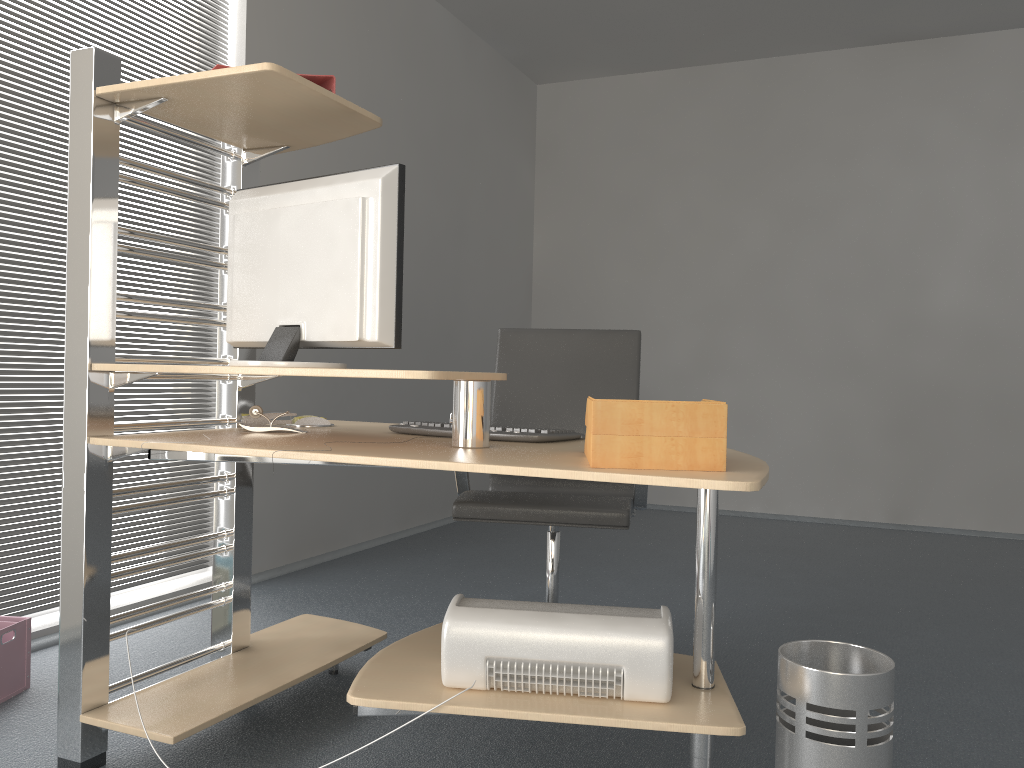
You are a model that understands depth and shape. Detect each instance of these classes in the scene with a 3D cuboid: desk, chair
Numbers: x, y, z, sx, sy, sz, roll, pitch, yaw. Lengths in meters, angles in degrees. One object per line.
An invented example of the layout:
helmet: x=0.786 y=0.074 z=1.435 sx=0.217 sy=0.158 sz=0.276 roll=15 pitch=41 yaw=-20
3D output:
desk: x=-0.111 y=0.081 z=2.068 sx=1.469 sy=1.566 sz=0.967 roll=2 pitch=1 yaw=24
chair: x=0.131 y=0.339 z=2.713 sx=0.584 sy=1.048 sz=0.652 roll=1 pitch=1 yaw=10

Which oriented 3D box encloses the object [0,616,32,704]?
object: x=-1.445 y=0.737 z=2.345 sx=0.245 sy=0.202 sz=0.185 roll=1 pitch=1 yaw=6

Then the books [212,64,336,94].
books: x=-0.593 y=-0.660 z=2.046 sx=0.262 sy=0.072 sz=0.320 roll=1 pitch=1 yaw=-34

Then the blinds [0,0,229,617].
blinds: x=-1.561 y=-0.652 z=2.697 sx=0.022 sy=2.770 sz=1.950 roll=2 pitch=1 yaw=24

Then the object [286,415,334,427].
object: x=-0.560 y=0.102 z=2.461 sx=0.132 sy=0.026 sz=0.132 roll=2 pitch=1 yaw=24

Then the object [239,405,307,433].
object: x=-0.584 y=0.085 z=2.175 sx=0.159 sy=0.064 sz=0.054 roll=1 pitch=1 yaw=-10

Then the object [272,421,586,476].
object: x=-0.207 y=0.140 z=1.982 sx=0.478 sy=0.082 sz=0.814 roll=2 pitch=1 yaw=31

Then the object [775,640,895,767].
object: x=0.608 y=0.703 z=1.681 sx=0.208 sy=0.377 sz=0.208 roll=1 pitch=1 yaw=-23

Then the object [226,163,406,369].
object: x=-0.482 y=-0.245 z=1.912 sx=0.245 sy=0.418 sz=0.516 roll=1 pitch=1 yaw=-44

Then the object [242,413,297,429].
object: x=-0.622 y=0.094 z=2.274 sx=0.134 sy=0.042 sz=0.022 roll=1 pitch=1 yaw=-24

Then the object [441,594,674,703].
object: x=0.102 y=0.507 z=1.819 sx=0.438 sy=0.162 sz=0.351 roll=1 pitch=1 yaw=8

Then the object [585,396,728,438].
object: x=0.255 y=0.056 z=1.642 sx=0.225 sy=0.060 sz=0.309 roll=1 pitch=1 yaw=3

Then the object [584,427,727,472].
object: x=0.253 y=0.113 z=1.642 sx=0.225 sy=0.060 sz=0.309 roll=1 pitch=1 yaw=3
